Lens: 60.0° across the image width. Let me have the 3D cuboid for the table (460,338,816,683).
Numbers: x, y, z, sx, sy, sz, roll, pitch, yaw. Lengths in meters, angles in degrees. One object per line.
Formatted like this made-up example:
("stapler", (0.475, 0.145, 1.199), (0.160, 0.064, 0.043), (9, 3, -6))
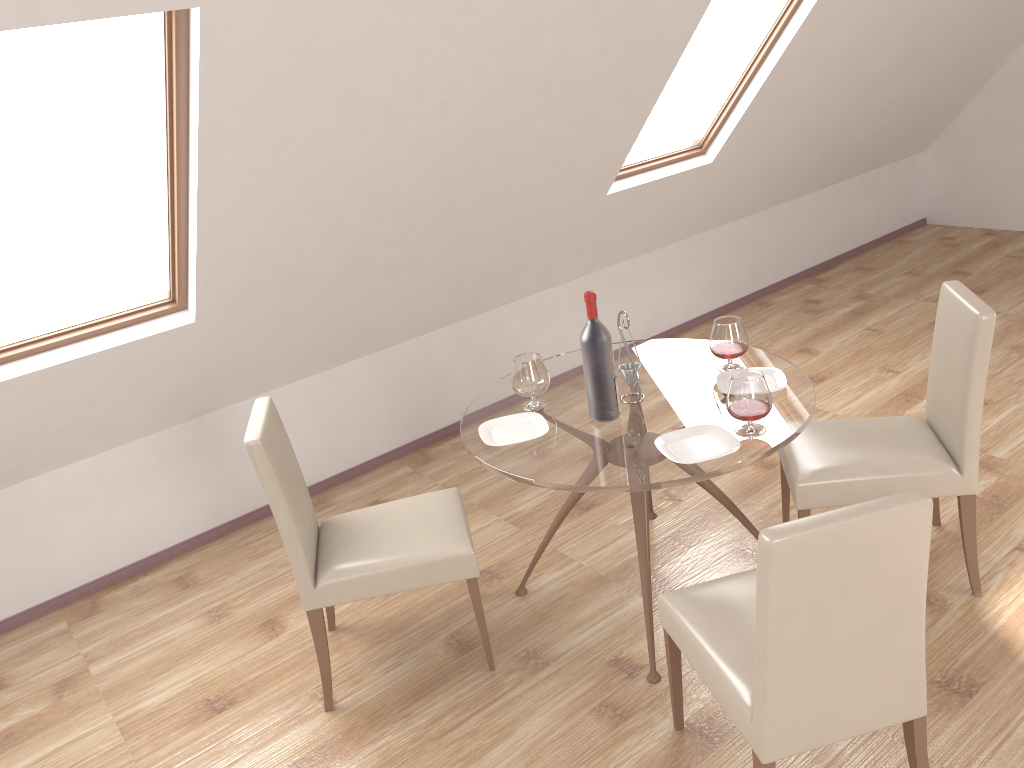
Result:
("table", (0.471, 0.408, 3.195), (1.198, 0.770, 1.198), (-14, 22, -12))

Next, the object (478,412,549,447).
("object", (0.006, 0.156, 2.940), (0.228, 0.020, 0.228), (-12, 22, -7))

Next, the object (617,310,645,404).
("object", (0.390, -0.094, 2.994), (0.086, 0.322, 0.096), (-2, 23, 18))

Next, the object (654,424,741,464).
("object", (0.551, 0.186, 2.641), (0.228, 0.020, 0.228), (-14, 22, -10))

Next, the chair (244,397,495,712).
("chair", (-0.460, 0.503, 3.035), (0.618, 0.999, 0.477), (-12, 22, -6))

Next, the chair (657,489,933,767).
("chair", (0.697, 0.625, 2.250), (0.477, 0.999, 0.618), (-13, 22, -8))

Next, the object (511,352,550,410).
("object", (0.066, -0.009, 3.108), (0.136, 0.183, 0.136), (-12, 22, -6))

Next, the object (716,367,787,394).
("object", (0.810, -0.003, 3.005), (0.228, 0.020, 0.228), (-5, 22, 11))

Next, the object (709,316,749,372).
("object", (0.770, -0.141, 3.148), (0.136, 0.183, 0.136), (5, 26, 32))

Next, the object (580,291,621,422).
("object", (0.278, -0.091, 2.877), (0.109, 0.435, 0.109), (-25, 26, -35))

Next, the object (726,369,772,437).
("object", (0.714, 0.057, 2.673), (0.136, 0.183, 0.136), (5, 26, 32))

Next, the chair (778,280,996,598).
("chair", (1.266, 0.198, 3.085), (0.618, 0.999, 0.477), (-5, 22, 10))
